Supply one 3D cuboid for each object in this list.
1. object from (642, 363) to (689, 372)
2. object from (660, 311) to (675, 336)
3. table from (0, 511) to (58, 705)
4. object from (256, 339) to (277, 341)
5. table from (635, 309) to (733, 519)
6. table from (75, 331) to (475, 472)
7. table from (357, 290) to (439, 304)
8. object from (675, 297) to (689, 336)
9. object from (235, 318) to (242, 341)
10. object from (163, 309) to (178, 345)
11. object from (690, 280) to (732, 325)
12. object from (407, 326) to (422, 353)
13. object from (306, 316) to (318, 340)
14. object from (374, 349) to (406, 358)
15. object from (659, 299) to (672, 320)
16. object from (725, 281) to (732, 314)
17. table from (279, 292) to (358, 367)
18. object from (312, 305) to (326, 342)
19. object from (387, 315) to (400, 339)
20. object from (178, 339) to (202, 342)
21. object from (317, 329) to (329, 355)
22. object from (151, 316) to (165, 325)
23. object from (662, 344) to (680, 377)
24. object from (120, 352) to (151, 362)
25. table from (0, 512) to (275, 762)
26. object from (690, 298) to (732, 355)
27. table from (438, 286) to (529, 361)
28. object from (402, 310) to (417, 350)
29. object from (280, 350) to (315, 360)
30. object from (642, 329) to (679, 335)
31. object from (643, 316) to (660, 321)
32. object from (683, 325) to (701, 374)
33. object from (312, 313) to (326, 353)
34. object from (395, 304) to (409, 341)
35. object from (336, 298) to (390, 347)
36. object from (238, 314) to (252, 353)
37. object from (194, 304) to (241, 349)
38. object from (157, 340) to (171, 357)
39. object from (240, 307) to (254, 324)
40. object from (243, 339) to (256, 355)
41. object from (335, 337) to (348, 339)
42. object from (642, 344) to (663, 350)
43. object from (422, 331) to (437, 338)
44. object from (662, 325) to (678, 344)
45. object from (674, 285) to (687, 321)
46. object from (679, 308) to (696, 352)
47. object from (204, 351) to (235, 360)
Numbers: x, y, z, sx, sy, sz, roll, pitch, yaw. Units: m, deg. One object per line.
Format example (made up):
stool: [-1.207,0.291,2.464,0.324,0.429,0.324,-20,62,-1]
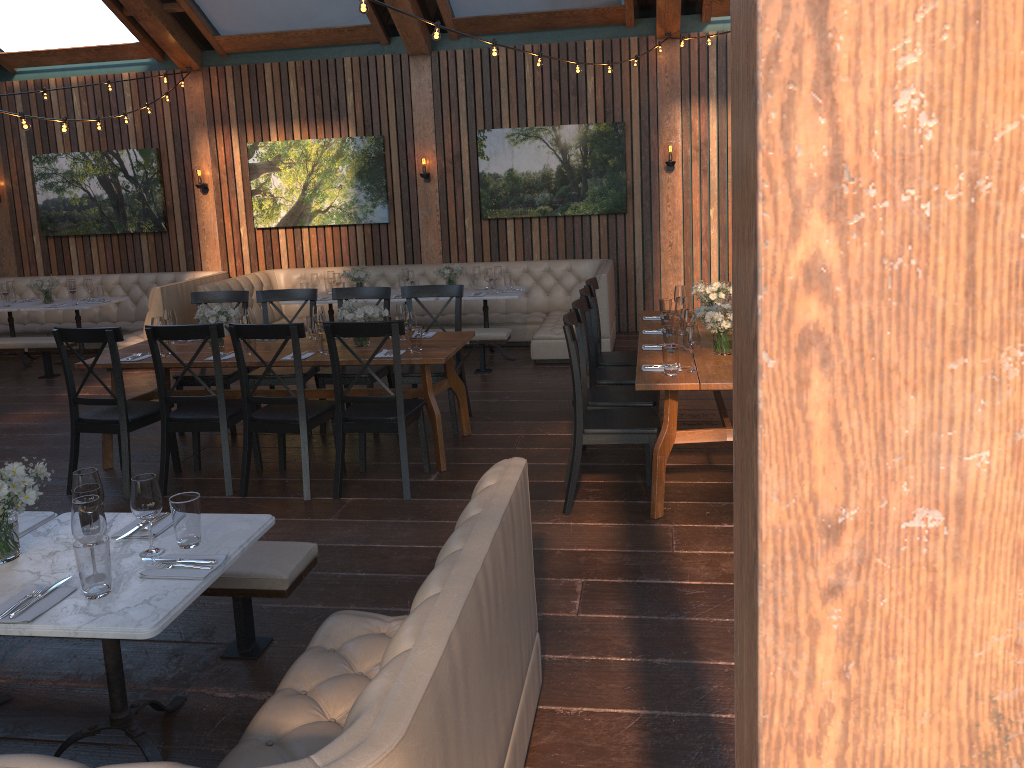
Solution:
object: [0.820,-0.092,4.721,0.255,0.019,0.159,0,13,9]
object: [0.991,-0.380,5.636,0.092,0.156,0.092,5,12,35]
table: [-2.039,0.873,2.869,0.798,0.665,0.808,-1,12,9]
object: [-1.723,-0.332,6.286,0.157,0.019,0.258,-1,13,9]
table: [1.284,0.072,5.571,0.950,0.721,2.461,-1,13,9]
table: [-1.514,0.105,5.995,2.430,0.722,0.962,-1,12,9]
table: [-1.064,-0.591,9.078,0.798,0.665,0.808,-1,12,9]
object: [1.089,-0.434,5.665,0.093,0.242,0.093,-10,12,-38]
object: [-1.898,-0.384,6.240,0.092,0.156,0.092,5,12,35]
object: [-2.410,-0.405,6.247,0.093,0.242,0.093,-9,11,-32]
object: [1.362,-0.566,6.043,0.330,0.306,0.339,-8,12,-25]
object: [-0.601,-0.275,5.501,0.092,0.156,0.092,5,12,35]
object: [-1.385,-0.392,6.173,0.092,0.156,0.092,5,12,35]
object: [-0.752,-0.197,5.499,0.157,0.019,0.258,-1,13,9]
object: [1.077,-0.515,6.210,0.092,0.156,0.092,5,12,35]
object: [1.575,-0.609,6.332,0.093,0.242,0.093,-10,12,-38]
table: [-1.870,-0.584,9.207,0.798,0.665,0.808,-1,12,8]
object: [-1.321,-0.415,6.069,0.093,0.242,0.093,-10,12,-38]
object: [-0.805,-0.389,6.040,0.092,0.156,0.092,5,12,35]
object: [-2.308,-0.331,6.400,0.157,0.019,0.258,-1,13,9]
object: [-1.177,-0.265,5.574,0.092,0.156,0.092,5,12,35]
object: [-2.340,-0.322,5.867,0.093,0.242,0.093,-9,11,-32]
object: [0.816,-0.120,4.537,0.092,0.156,0.092,5,12,35]
object: [-2.442,-0.180,5.765,0.157,0.019,0.258,-1,13,9]
table: [-1.233,0.865,2.740,0.798,0.665,0.808,-1,12,8]
object: [1.182,-0.324,5.020,0.330,0.306,0.339,7,15,41]
table: [-0.259,-0.599,8.949,0.798,0.665,0.808,-1,12,8]
object: [-0.647,-0.342,5.611,0.093,0.242,0.093,-10,12,-38]
object: [-1.338,-0.184,5.562,0.157,0.019,0.258,-1,13,9]
object: [0.983,-0.348,5.808,0.255,0.019,0.159,0,13,9]
object: [1.070,-0.479,6.366,0.255,0.019,0.159,0,13,9]
object: [0.933,-0.181,4.588,0.093,0.242,0.093,-10,12,-38]
object: [-1.229,-0.326,5.663,0.093,0.242,0.093,-10,12,-38]
object: [-0.737,-0.415,5.950,0.093,0.242,0.093,-10,12,-38]
object: [-0.986,-0.403,5.806,0.337,0.306,0.332,-8,12,-23]
object: [-1.741,-0.328,5.783,0.093,0.242,0.093,-10,12,-38]
object: [-2.017,-0.405,6.021,0.337,0.306,0.331,8,15,43]
object: [-2.270,-0.260,5.775,0.092,0.156,0.092,-10,12,-34]
object: [-1.832,-0.406,6.133,0.093,0.242,0.093,-10,12,-38]
object: [-1.688,-0.267,5.694,0.092,0.156,0.092,5,12,35]
object: [-1.200,-0.341,6.219,0.157,0.019,0.258,-1,13,9]
object: [0.905,-0.226,5.293,0.255,0.019,0.159,0,13,9]
object: [-0.621,-0.338,6.090,0.157,0.019,0.258,-1,13,9]
object: [0.915,-0.255,5.106,0.092,0.156,0.092,5,12,35]
object: [1.188,-0.570,6.240,0.093,0.242,0.093,-10,12,-38]
object: [1.025,-0.316,5.162,0.093,0.242,0.093,-10,12,-38]
object: [-1.850,-0.186,5.683,0.157,0.019,0.258,-1,13,9]
